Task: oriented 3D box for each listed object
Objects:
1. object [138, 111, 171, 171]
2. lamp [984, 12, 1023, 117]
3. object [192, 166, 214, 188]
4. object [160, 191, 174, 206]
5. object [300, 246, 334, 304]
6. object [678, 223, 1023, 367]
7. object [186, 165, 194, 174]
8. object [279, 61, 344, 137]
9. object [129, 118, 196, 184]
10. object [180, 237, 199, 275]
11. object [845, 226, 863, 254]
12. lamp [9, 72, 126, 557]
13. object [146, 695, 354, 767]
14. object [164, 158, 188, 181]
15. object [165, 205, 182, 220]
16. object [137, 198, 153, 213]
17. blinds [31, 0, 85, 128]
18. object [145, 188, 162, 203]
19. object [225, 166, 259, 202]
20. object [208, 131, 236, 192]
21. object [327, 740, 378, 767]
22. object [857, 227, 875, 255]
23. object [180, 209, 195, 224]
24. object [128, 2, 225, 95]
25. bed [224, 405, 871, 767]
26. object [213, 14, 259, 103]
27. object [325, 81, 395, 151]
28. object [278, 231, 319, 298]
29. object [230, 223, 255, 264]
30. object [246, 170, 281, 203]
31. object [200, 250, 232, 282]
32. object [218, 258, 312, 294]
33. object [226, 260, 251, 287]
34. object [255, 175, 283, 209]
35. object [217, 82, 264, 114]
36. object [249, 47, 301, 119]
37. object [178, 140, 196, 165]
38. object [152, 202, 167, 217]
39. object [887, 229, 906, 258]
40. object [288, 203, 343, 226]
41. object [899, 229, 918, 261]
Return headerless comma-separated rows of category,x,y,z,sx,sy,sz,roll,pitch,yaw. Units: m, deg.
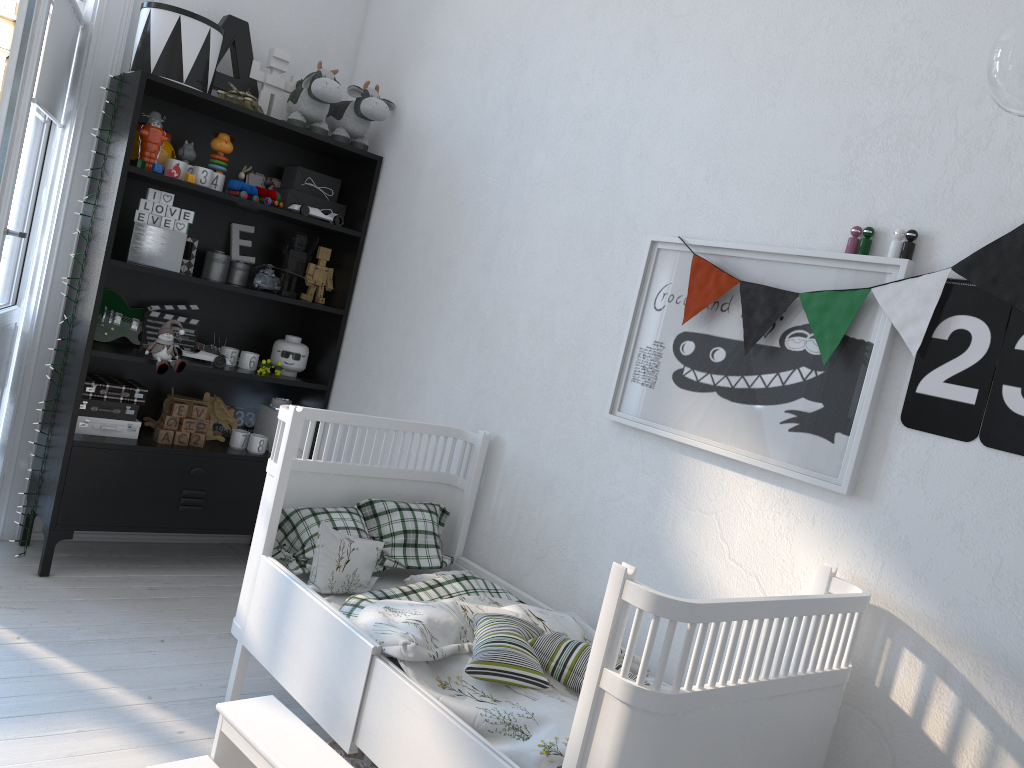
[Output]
object,-1.196,-0.806,2.960,0.105,0.203,0.072,11,5,-33
lamp,-0.021,-1.096,0.866,1.380,1.530,0.074,15,4,24
object,-1.072,-0.713,3.068,0.067,0.067,0.067,10,5,-40
object,-1.170,-0.627,3.001,0.040,0.040,0.040,11,4,-31
object,-0.754,-0.427,3.485,0.114,0.221,0.052,10,5,-41
object,0.677,-0.238,1.933,0.058,0.415,0.903,10,5,-42
object,-1.134,-0.729,3.090,0.067,0.067,0.067,15,4,23
object,-0.745,-1.048,3.288,0.154,0.253,0.369,11,4,-33
object,-1.217,-0.811,3.035,0.197,0.197,0.318,10,5,-45
object,-1.215,-0.481,3.300,0.070,0.135,0.028,10,5,-41
object,0.731,-0.306,1.894,0.025,0.064,0.025,9,6,-45
lamp,-1.187,-0.169,3.316,0.986,1.685,0.095,10,5,-43
object,-0.527,0.826,1.769,0.332,0.246,0.289,17,5,44
object,-1.147,-0.727,3.021,0.067,0.067,0.067,10,5,-40
object,-1.151,-0.582,3.018,0.040,0.040,0.040,13,4,-11
object,-1.231,-0.598,2.978,0.040,0.040,0.040,11,4,-31
blinds,-1.448,-1.051,2.849,0.032,0.391,0.565,12,4,-21
object,-1.207,-0.634,2.983,0.040,0.040,0.040,11,5,-36
object,-0.965,-0.725,3.206,0.087,0.126,0.121,15,4,26
object,-1.036,-0.783,3.131,0.077,0.213,0.077,13,4,-8
object,-0.333,0.909,1.993,0.215,0.148,0.239,11,4,-34
object,0.748,-0.301,1.872,0.025,0.064,0.025,10,5,-43
object,-1.112,-0.574,3.038,0.040,0.040,0.040,12,4,-16
object,-1.154,-1.140,3.083,0.272,0.259,0.394,13,4,-12
bed,-0.046,0.619,2.075,0.671,0.833,1.402,10,5,-41
object,-1.048,-1.170,3.262,0.343,0.344,0.057,10,5,-41
object,-0.635,-1.029,3.391,0.386,0.253,0.211,16,4,32
object,-0.845,-0.469,3.480,0.117,0.259,0.081,10,5,-41
object,-1.043,-0.544,3.438,0.107,0.151,0.055,10,5,-41
object,-0.896,-0.735,3.523,0.347,0.132,0.037,10,5,-41
object,-1.115,-0.448,3.347,0.095,0.111,0.095,11,5,-36
object,-0.930,-0.402,3.359,0.368,0.106,0.349,10,5,-39
object,-0.991,-0.410,3.349,0.246,0.091,0.078,17,5,43
object,-0.909,-0.719,3.309,0.121,0.112,0.087,15,4,20
object,-0.960,-1.015,3.134,0.121,0.100,0.338,13,4,-6
object,-0.907,-1.114,3.355,0.190,0.291,0.065,11,5,-36
object,-1.172,-0.791,3.178,0.063,0.160,0.063,15,4,28
object,-1.191,-0.590,2.998,0.040,0.040,0.040,12,4,-21
object,0.790,-0.287,1.819,0.025,0.064,0.025,9,6,-45
object,-0.741,-0.642,3.352,0.098,0.048,0.231,16,5,39
object,0.806,-0.282,1.800,0.025,0.064,0.025,17,5,42
